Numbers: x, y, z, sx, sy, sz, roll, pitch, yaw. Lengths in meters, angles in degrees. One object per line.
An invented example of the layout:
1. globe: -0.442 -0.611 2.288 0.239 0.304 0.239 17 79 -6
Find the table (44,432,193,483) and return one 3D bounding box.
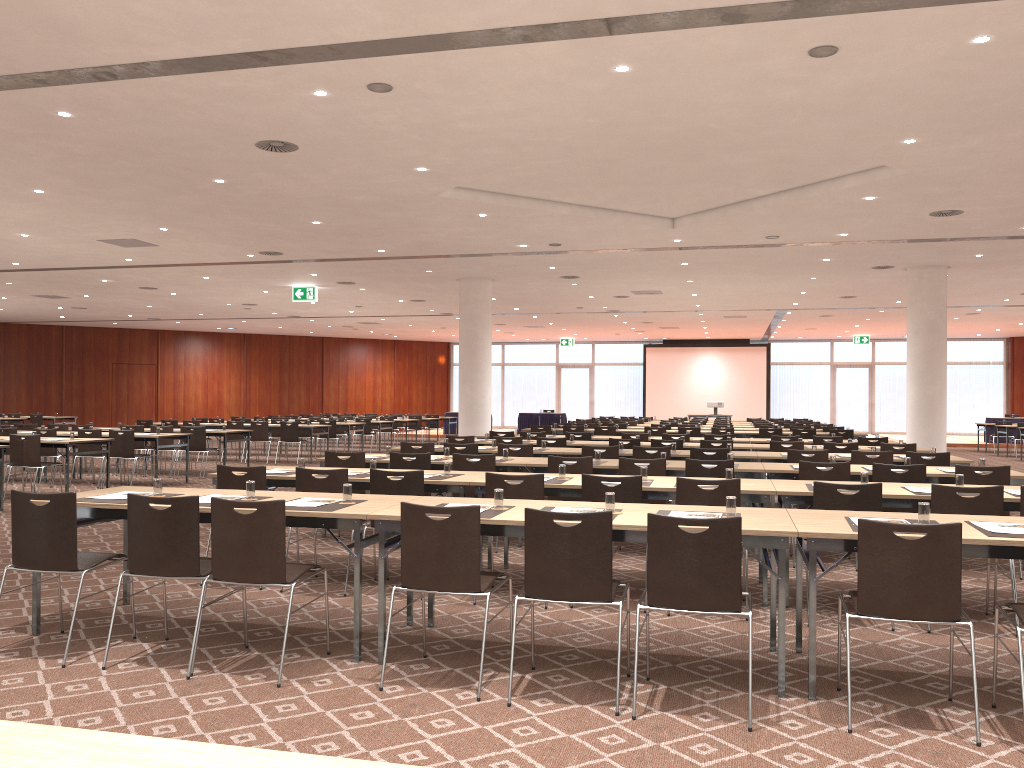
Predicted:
1. table: -6.699 1.262 15.046 2.267 0.833 0.953 0 -1 14

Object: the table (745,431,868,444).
1. table: 5.812 1.388 17.659 2.267 0.833 0.953 0 -1 14

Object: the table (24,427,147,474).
1. table: -8.431 1.290 17.526 2.267 0.833 0.953 0 -1 14

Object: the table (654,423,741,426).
1. table: 5.026 1.487 24.025 2.267 0.833 0.953 0 -1 14

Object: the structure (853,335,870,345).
1. structure: 13.494 -1.702 34.260 0.587 0.346 0.105 0 0 14

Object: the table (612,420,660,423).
1. table: 3.294 1.516 26.506 2.267 0.833 0.953 0 -1 14

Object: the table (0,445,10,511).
1. table: -7.646 1.192 11.160 2.267 0.833 0.953 0 -1 14

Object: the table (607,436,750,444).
1. table: 2.778 1.321 14.795 2.267 0.833 0.953 0 -1 14

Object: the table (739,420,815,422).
1. table: 8.178 1.563 27.374 2.267 0.833 0.953 0 -1 14

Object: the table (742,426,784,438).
1. table: 6.758 1.458 21.545 2.267 0.833 0.953 0 -1 14

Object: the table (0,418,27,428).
1. table: -14.848 1.365 24.750 2.267 0.833 0.953 0 -1 14

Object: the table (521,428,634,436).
1. table: 1.401 1.376 18.733 2.267 0.833 0.953 0 -1 14

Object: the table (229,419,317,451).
1. table: -6.656 1.422 24.813 2.267 0.833 0.953 0 -1 14

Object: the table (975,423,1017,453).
1. table: 14.822 1.581 25.756 2.267 0.833 0.953 0 -1 14

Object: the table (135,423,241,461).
1. table: -7.603 1.352 20.927 2.267 0.833 0.953 0 -1 14

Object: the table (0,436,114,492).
1. table: -7.172 1.227 13.103 2.267 0.833 0.953 0 -1 14

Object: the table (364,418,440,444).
1. table: -3.504 1.497 28.162 2.267 0.833 0.953 0 -1 14

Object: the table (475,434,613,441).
1. table: 0.573 1.315 15.333 2.267 0.833 0.953 0 -1 14

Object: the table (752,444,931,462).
1. table: 4.510 1.292 12.315 2.267 0.833 0.953 0 -1 14

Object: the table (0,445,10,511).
1. table: -7.646 1.192 11.160 2.267 0.833 0.953 0 -1 14

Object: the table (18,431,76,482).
1. table: -8.905 1.255 15.583 2.267 0.833 0.953 0 -1 14

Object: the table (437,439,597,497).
1. table: 0.099 1.280 13.390 2.267 0.833 0.953 0 -1 14

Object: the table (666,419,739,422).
1. table: 5.973 1.557 27.912 2.267 0.833 0.953 0 -1 14

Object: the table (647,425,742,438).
1. table: 4.553 1.452 22.082 2.267 0.833 0.953 0 -1 14

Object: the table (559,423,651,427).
1. table: 2.348 1.446 22.620 2.267 0.833 0.953 0 -1 14

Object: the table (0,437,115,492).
1. table: -7.172 1.227 13.103 2.267 0.833 0.953 0 -1 14

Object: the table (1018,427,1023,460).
1. table: 13.875 1.512 21.869 2.267 0.833 0.953 0 -1 14

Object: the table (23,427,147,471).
1. table: -8.431 1.290 17.526 2.267 0.833 0.953 0 -1 14

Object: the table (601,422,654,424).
1. table: 2.821 1.481 24.563 2.267 0.833 0.953 0 -1 14

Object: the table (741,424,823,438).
1. table: 7.232 1.493 23.488 2.267 0.833 0.953 0 -1 14

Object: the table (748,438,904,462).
1. table: 4.983 1.327 14.258 2.267 0.833 0.953 0 -1 14

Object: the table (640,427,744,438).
1. table: 4.080 1.417 20.139 2.267 0.833 0.953 0 -1 14

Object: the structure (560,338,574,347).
1. structure: 2.305 -1.733 36.986 0.587 0.346 0.105 0 0 14

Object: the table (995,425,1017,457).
1. table: 14.348 1.547 23.813 2.267 0.833 0.953 0 -1 14

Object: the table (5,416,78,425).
1. table: -14.375 1.400 26.694 2.267 0.833 0.953 0 -1 14

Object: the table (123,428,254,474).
1. table: -6.226 1.297 16.989 2.267 0.833 0.953 0 -1 14

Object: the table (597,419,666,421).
1. table: 3.767 1.551 28.449 2.267 0.833 0.953 0 -1 14

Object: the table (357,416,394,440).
1. table: -5.236 1.526 30.643 2.267 0.833 0.953 0 -1 14

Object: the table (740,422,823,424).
1. table: 7.705 1.528 25.431 2.267 0.833 0.953 0 -1 14

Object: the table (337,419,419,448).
1. table: -3.977 1.463 26.219 2.267 0.833 0.953 0 -1 14

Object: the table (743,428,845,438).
1. table: 6.285 1.423 19.602 2.267 0.833 0.953 0 -1 14

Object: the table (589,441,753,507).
1. table: 2.305 1.286 12.852 2.267 0.833 0.953 0 -1 14

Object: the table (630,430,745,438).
1. table: 3.606 1.382 18.196 2.267 0.833 0.953 0 -1 14

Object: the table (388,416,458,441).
1. table: -3.031 1.532 30.105 2.267 0.833 0.953 0 -1 14

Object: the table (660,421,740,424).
1. table: 5.500 1.522 25.968 2.267 0.833 0.953 0 -1 14

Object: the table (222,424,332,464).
1. table: -5.397 1.358 20.390 2.267 0.833 0.953 0 -1 14

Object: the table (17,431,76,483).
1. table: -8.905 1.255 15.583 2.267 0.833 0.953 0 -1 14

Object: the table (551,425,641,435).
1. table: 1.874 1.411 20.676 2.267 0.833 0.953 0 -1 14

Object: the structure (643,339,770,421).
1. structure: 8.090 -0.111 37.051 5.158 3.525 0.395 0 0 14

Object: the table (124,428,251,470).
1. table: -6.226 1.297 16.989 2.267 0.833 0.953 0 -1 14

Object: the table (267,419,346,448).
1. table: -6.183 1.456 26.756 2.267 0.833 0.953 0 -1 14

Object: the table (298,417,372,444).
1. table: -5.710 1.491 28.699 2.267 0.833 0.953 0 -1 14

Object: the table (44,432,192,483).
1. table: -6.699 1.262 15.046 2.267 0.833 0.953 0 -1 14

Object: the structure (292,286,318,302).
1. structure: -4.720 -2.054 20.235 0.587 0.346 0.105 0 0 14
